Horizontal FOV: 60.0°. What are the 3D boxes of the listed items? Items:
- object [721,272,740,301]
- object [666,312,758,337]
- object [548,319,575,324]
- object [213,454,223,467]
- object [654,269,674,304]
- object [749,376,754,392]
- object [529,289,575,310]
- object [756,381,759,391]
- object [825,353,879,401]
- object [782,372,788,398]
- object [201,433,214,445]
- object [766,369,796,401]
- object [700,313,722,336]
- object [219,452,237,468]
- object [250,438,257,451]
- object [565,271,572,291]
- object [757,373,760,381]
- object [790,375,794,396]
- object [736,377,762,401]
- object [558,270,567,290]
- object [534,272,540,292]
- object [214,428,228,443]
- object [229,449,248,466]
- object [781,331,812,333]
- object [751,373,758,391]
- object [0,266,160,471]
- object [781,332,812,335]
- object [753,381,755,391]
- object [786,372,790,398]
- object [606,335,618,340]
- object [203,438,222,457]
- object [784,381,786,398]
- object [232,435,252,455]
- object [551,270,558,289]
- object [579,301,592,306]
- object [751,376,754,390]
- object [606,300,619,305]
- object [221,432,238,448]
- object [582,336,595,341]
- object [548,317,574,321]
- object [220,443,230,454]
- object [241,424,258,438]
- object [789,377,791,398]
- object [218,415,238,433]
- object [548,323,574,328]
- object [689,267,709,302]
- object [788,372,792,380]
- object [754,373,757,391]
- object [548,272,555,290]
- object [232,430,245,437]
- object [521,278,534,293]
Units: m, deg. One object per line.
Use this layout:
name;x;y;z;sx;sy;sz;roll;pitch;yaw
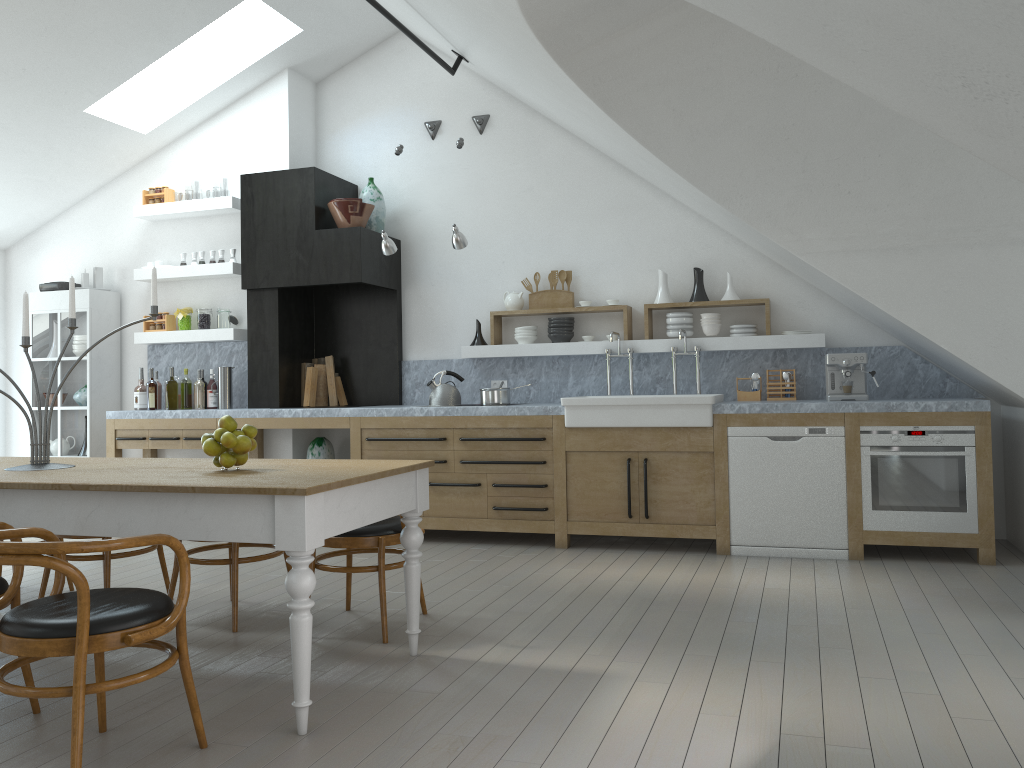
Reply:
object;1.603;-0.715;6.512;0.156;0.218;0.156;-1;-1;-1
object;1.466;-0.432;6.524;0.656;0.196;0.198;-1;-1;18
object;0.384;-0.452;6.882;0.205;0.084;0.205;-1;0;-44
object;-1.136;0.299;3.446;0.051;0.050;0.049;-2;-1;22
object;1.137;-0.730;6.659;0.156;0.268;0.156;-1;-1;7
object;1.721;0.029;6.352;0.044;0.179;0.019;-1;-2;-17
object;0.309;-0.659;6.947;0.353;0.158;0.084;-1;-1;18
object;1.756;0.029;6.337;0.019;0.179;0.044;-1;-2;3
object;2.261;-0.045;5.896;0.324;0.320;0.386;-1;-1;18
object;1.946;0.012;6.290;0.042;0.192;0.040;0;-2;-22
object;-1.171;0.223;3.448;0.072;0.064;0.071;-1;-1;11
object;1.925;0.005;6.338;0.200;0.223;0.104;-1;-2;18
object;1.459;-0.434;6.501;0.154;0.160;0.157;0;-1;-44
object;-1.089;0.290;3.395;0.064;0.063;0.063;-2;-1;29
object;-1.024;0.236;3.460;0.053;0.053;0.051;-1;-1;10
object;0.440;-0.740;6.918;0.057;0.294;0.030;-2;-2;18
object;1.757;0.016;6.380;0.042;0.192;0.040;0;-2;-34
object;1.988;0.024;6.308;0.044;0.179;0.019;-1;-2;-4
object;1.711;0.035;6.396;0.173;0.171;0.100;-1;-1;20
object;0.399;-0.739;6.912;0.067;0.298;0.039;-2;-2;18
object;0.198;-0.736;6.997;0.055;0.299;0.027;-2;-2;18
object;-1.115;0.197;3.398;0.053;0.057;0.058;-2;-1;33
object;-1.072;0.283;3.467;0.078;0.074;0.080;-1;-1;-27
object;2.037;-0.363;6.346;0.213;0.025;0.213;-1;0;6
object;1.742;0.016;6.334;0.042;0.192;0.040;0;-2;-35
object;-1.920;-0.083;3.752;0.775;0.876;0.265;-1;-2;-8
object;2.037;-0.354;6.346;0.213;0.025;0.213;-1;0;6
object;1.742;0.020;6.372;0.018;0.196;0.020;-2;-2;28
object;1.962;0.015;6.294;0.018;0.196;0.020;-3;-2;40
object;0.770;-0.348;6.773;0.098;0.049;0.098;-1;0;16
object;-1.146;0.242;3.390;0.070;0.072;0.071;-1;-1;-17
object;1.957;0.025;6.331;0.019;0.179;0.044;-2;-2;15
object;-1.040;0.234;3.408;0.077;0.076;0.076;-1;-1;-15
object;0.338;-0.738;6.930;0.057;0.299;0.019;-2;-2;18
object;0.568;-0.613;6.846;0.098;0.049;0.098;-1;0;16
object;1.732;0.020;6.369;0.022;0.196;0.019;-1;-2;6
object;0.771;-0.617;6.779;0.098;0.049;0.098;-1;0;16
object;-1.072;0.212;3.360;0.062;0.063;0.063;-1;-1;-19
object;0.587;-0.345;6.833;0.098;0.049;0.098;-1;0;16
object;0.383;-0.479;6.886;0.205;0.080;0.205;-1;0;21
object;-1.142;0.260;3.494;0.059;0.056;0.059;-1;-1;13
object;-1.033;0.187;3.486;0.062;0.059;0.062;-1;-1;19
object;1.973;0.015;6.295;0.022;0.196;0.019;-2;-2;19
object;-1.106;0.157;3.452;0.072;0.074;0.072;-1;-1;18
object;0.381;-0.426;6.879;0.205;0.072;0.205;-1;0;6
object;1.386;-0.735;6.574;0.156;0.268;0.156;-2;-2;22
object;1.971;0.012;6.332;0.042;0.192;0.040;0;-2;-23
object;1.747;0.020;6.352;0.018;0.196;0.023;-2;-2;13
object;0.311;-0.738;6.959;0.061;0.299;0.040;-2;-2;16
object;-1.066;0.204;3.446;0.053;0.051;0.053;-1;-1;-11
object;0.163;-0.718;7.005;0.199;0.259;0.016;-2;-2;29
